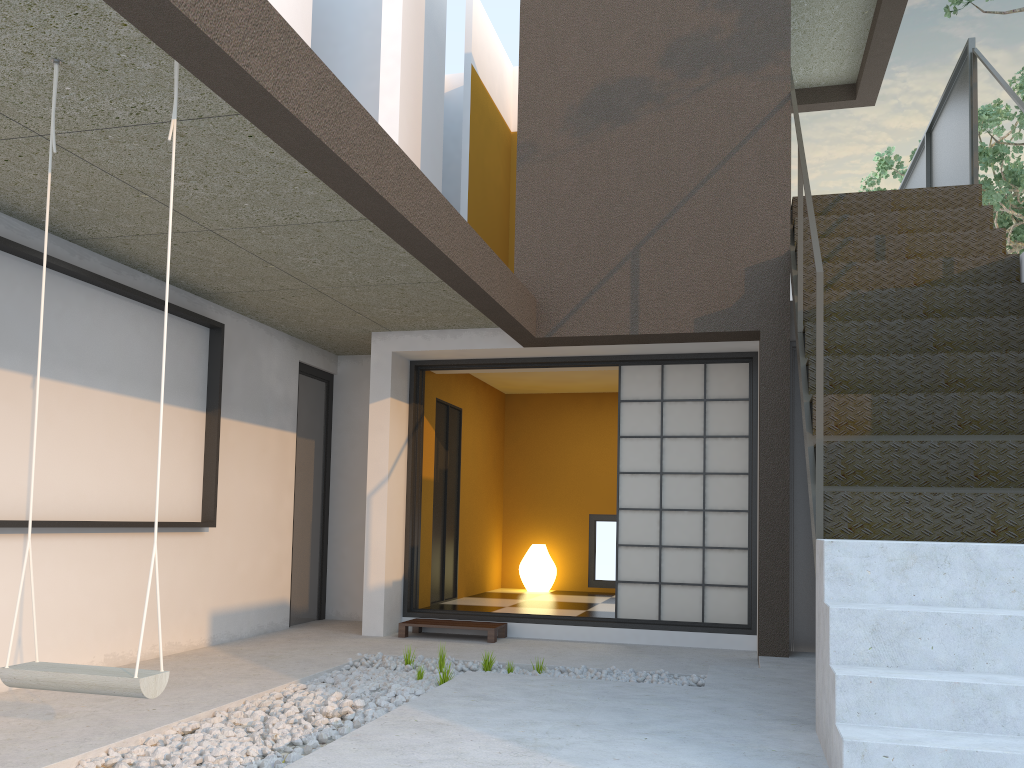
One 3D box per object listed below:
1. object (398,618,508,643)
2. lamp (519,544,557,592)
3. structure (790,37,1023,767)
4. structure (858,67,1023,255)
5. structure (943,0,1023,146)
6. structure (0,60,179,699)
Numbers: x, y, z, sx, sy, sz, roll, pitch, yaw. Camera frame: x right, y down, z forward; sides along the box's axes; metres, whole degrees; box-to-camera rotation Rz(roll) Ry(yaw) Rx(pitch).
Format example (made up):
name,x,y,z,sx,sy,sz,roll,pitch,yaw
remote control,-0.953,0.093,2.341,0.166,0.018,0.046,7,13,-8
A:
name,x,y,z,sx,sy,sz,roll,pitch,yaw
object,-0.417,1.757,6.301,0.703,0.100,0.353,-1,-9,15
lamp,0.263,1.887,9.016,0.387,0.497,0.398,1,-6,4
structure,2.350,-0.279,5.602,1.158,3.918,6.606,0,-8,15
structure,7.237,-1.612,10.746,5.510,4.671,7.362,2,-7,-5
structure,5.012,-2.509,4.525,4.335,3.676,5.793,2,-7,-5
structure,-1.187,-0.057,2.544,0.462,1.855,0.130,0,-4,15
